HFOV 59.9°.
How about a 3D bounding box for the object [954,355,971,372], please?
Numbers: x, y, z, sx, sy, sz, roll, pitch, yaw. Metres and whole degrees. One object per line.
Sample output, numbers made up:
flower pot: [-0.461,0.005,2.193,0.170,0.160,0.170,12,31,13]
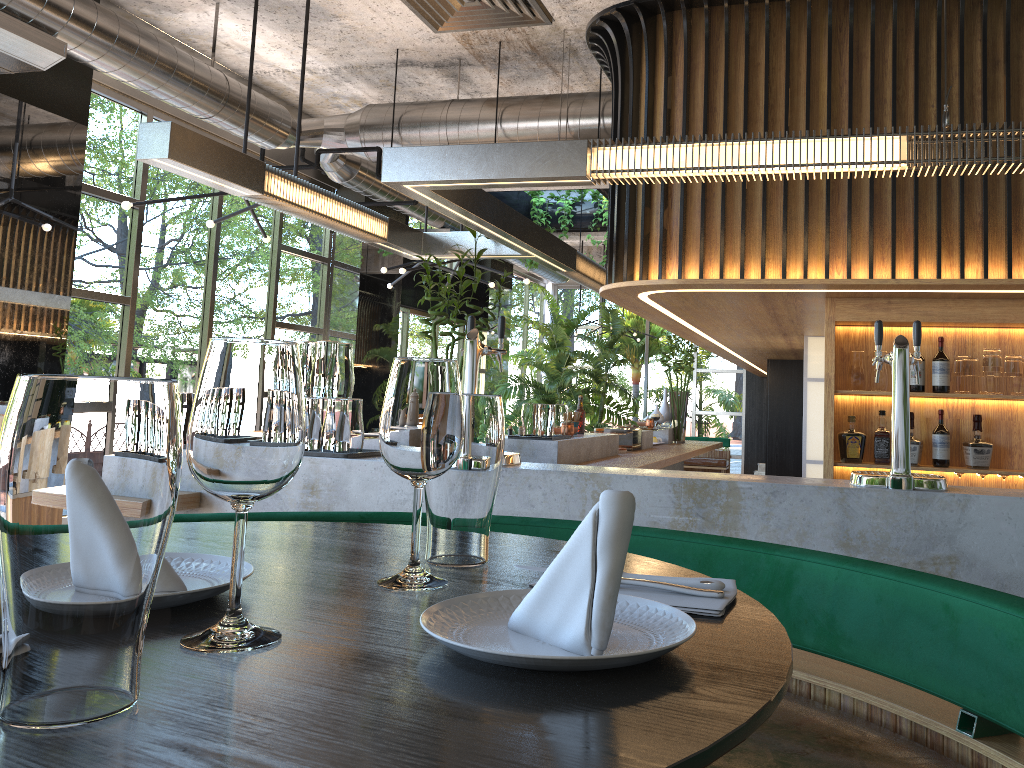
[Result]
object: [2.379,-0.105,4.688,0.093,0.093,0.084,5,-4,-37]

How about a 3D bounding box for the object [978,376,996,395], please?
object: [2.450,0.009,4.579,0.088,0.093,0.089,2,-3,8]

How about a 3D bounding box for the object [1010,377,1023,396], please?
object: [2.568,0.012,4.495,0.085,0.093,0.092,-1,-5,42]

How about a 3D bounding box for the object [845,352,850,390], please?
object: [1.865,-0.067,4.818,0.110,0.210,0.100,6,-6,-37]

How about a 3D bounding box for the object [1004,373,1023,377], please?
object: [0.718,-0.001,1.172,0.102,0.504,7.712,0,-2,29]

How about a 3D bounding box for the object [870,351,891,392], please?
object: [1.945,-0.067,4.689,0.110,0.210,0.100,6,-6,-37]

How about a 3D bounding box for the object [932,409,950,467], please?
object: [2.239,0.282,4.633,0.089,0.300,0.083,5,-6,-24]

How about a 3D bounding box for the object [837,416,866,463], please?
object: [1.812,0.294,4.736,0.150,0.250,0.094,2,-5,5]

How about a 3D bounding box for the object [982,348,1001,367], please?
object: [2.454,-0.134,4.539,0.086,0.093,0.091,1,-4,21]

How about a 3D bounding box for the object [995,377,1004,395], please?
object: [2.522,0.012,4.638,0.085,0.093,0.092,0,-4,28]

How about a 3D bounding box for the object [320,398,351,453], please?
object: [-0.639,0.157,3.236,0.105,0.210,0.105,2,-5,2]

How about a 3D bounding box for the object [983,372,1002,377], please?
object: [0.858,0.016,1.853,0.101,0.504,6.290,-1,-2,31]

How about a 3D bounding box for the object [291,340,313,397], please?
object: [-0.794,-0.057,3.319,0.105,0.210,0.105,2,-5,2]

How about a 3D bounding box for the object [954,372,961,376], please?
object: [2.378,-0.085,4.686,0.086,0.093,0.091,1,-4,21]

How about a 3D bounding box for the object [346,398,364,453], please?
object: [-0.610,0.160,3.351,0.105,0.210,0.105,2,-5,2]

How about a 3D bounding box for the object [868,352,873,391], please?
object: [1.972,-0.064,4.777,0.110,0.210,0.100,6,-6,-37]

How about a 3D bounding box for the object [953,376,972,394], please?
object: [2.327,0.004,4.585,0.088,0.093,0.089,2,-3,8]

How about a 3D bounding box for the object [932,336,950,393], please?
object: [2.237,-0.099,4.630,0.089,0.300,0.083,5,-6,-24]

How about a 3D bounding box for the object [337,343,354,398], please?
object: [-0.654,-0.051,3.387,0.105,0.210,0.105,2,-5,2]

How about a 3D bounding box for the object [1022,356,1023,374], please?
object: [2.627,-0.097,4.630,0.087,0.093,0.090,1,-4,14]

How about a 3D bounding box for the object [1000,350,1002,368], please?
object: [2.507,-0.130,4.626,0.087,0.093,0.090,1,-4,13]

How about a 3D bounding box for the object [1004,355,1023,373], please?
object: [2.560,-0.102,4.533,0.086,0.093,0.091,1,-4,21]

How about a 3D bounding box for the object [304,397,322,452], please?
object: [-0.752,0.153,3.274,0.105,0.210,0.105,2,-5,2]

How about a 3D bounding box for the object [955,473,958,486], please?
object: [2.327,0.576,4.646,0.094,0.246,0.090,4,-5,-11]

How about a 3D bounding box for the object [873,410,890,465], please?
object: [1.958,0.281,4.699,0.081,0.284,0.084,1,-6,17]

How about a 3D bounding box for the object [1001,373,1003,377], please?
object: [2.504,-0.082,4.621,0.088,0.093,0.089,2,-3,7]

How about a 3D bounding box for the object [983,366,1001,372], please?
object: [2.452,-0.107,4.536,0.086,0.093,0.091,1,-4,21]

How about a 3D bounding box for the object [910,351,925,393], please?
object: [2.133,-0.102,4.683,0.089,0.301,0.083,5,-6,-24]

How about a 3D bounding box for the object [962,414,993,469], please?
object: [2.419,0.298,4.612,0.122,0.281,0.123,2,-5,6]

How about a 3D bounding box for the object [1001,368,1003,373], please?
object: [2.506,-0.104,4.623,0.088,0.093,0.089,2,-3,7]

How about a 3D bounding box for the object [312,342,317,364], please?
object: [-0.767,-0.055,3.408,0.105,0.210,0.105,2,-5,2]

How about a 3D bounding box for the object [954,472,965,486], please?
object: [2.287,0.572,4.534,0.096,0.246,0.088,8,-7,-44]

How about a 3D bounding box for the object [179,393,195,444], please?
object: [-1.248,0.140,3.444,0.101,0.210,0.109,-1,-6,32]

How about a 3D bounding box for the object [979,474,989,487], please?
object: [2.391,0.576,4.507,0.096,0.246,0.088,8,-7,-44]

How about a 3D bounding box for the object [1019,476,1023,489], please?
object: [2.622,0.585,4.567,0.094,0.246,0.090,4,-5,-11]

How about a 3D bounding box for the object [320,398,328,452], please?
object: [-0.722,0.156,3.380,0.105,0.210,0.105,2,-5,2]

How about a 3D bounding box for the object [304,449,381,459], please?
object: [-0.721,0.253,3.318,0.427,0.019,0.278,2,-1,16]

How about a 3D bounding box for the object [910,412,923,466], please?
object: [2.084,0.287,4.651,0.118,0.281,0.127,0,-6,31]

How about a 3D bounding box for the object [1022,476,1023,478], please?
object: [2.582,0.582,4.455,0.096,0.246,0.088,8,-7,-44]

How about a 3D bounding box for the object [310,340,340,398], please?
object: [-0.687,-0.054,3.278,0.105,0.210,0.105,2,-5,2]

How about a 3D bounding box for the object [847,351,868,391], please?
object: [1.832,-0.070,4.709,0.110,0.210,0.100,6,-6,-37]

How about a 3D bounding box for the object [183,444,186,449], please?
object: [-1.239,0.236,3.459,0.427,0.019,0.278,2,-1,16]

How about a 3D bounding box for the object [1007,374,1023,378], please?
object: [2.626,-0.077,4.628,0.089,0.093,0.088,2,-3,1]

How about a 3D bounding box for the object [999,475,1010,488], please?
object: [2.484,0.579,4.482,0.096,0.246,0.088,8,-7,-44]
